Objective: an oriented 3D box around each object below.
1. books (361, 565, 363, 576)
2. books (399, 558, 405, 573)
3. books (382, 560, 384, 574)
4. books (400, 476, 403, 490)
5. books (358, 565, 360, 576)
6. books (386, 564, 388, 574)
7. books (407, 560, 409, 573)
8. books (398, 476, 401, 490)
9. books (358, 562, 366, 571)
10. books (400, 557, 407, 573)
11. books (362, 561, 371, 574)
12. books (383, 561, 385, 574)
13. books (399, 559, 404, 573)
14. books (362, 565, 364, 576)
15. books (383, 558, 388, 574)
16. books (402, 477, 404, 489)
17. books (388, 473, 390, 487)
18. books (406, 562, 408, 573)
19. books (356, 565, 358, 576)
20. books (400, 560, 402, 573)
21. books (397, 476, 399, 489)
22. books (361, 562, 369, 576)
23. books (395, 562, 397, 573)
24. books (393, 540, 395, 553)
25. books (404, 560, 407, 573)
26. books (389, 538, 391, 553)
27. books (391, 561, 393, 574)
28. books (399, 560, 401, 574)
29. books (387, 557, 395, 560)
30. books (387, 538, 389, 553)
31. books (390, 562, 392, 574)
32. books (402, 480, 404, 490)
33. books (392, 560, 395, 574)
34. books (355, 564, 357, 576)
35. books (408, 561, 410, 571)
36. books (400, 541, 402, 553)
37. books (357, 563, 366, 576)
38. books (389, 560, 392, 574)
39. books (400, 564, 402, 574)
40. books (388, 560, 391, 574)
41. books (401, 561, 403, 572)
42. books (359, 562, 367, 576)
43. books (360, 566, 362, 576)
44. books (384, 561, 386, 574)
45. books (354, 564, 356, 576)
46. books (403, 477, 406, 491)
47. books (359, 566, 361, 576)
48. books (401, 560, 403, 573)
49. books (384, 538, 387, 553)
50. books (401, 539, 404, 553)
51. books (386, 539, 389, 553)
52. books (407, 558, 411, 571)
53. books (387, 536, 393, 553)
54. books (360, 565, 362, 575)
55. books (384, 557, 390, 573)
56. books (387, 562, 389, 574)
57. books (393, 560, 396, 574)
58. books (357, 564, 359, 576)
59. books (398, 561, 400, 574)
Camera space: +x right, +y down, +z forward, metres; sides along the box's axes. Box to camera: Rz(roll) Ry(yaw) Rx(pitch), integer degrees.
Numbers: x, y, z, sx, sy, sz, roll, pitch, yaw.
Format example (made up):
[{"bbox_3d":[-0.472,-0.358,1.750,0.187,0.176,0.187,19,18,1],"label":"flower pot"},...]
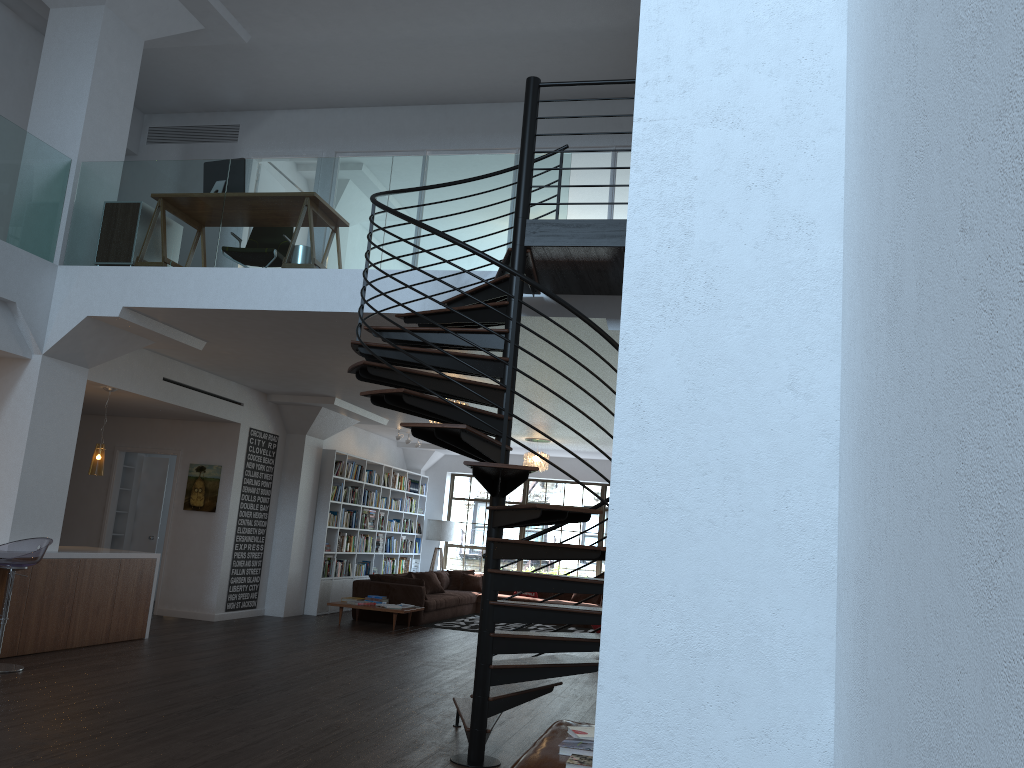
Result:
[{"bbox_3d":[-2.508,3.054,14.537,0.107,0.167,0.017,2,-10,13],"label":"books"},{"bbox_3d":[-2.095,3.374,16.484,0.198,0.284,0.066,2,-10,13],"label":"books"},{"bbox_3d":[-2.327,3.183,15.423,0.183,0.253,0.034,3,-10,13],"label":"books"},{"bbox_3d":[-2.095,1.802,16.149,0.183,0.253,0.034,2,-10,13],"label":"books"},{"bbox_3d":[-2.540,3.031,14.438,0.109,0.171,0.018,2,-10,13],"label":"books"},{"bbox_3d":[-2.270,3.223,15.615,0.160,0.250,0.026,3,-10,13],"label":"books"},{"bbox_3d":[-2.031,3.440,16.716,0.171,0.246,0.057,2,-10,13],"label":"books"},{"bbox_3d":[-2.111,1.790,16.069,0.171,0.246,0.057,2,-10,13],"label":"books"},{"bbox_3d":[-2.493,3.062,14.677,0.146,0.202,0.027,2,-10,13],"label":"books"},{"bbox_3d":[-2.041,3.390,16.586,0.140,0.298,0.044,2,-10,13],"label":"books"},{"bbox_3d":[-2.449,3.084,14.865,0.140,0.231,0.042,2,-10,13],"label":"books"},{"bbox_3d":[-2.319,3.197,15.460,0.174,0.240,0.045,3,-10,13],"label":"books"},{"bbox_3d":[-2.093,3.379,16.421,0.183,0.253,0.037,2,-10,13],"label":"books"},{"bbox_3d":[-2.506,3.060,14.588,0.126,0.173,0.032,2,-10,13],"label":"books"},{"bbox_3d":[-2.292,3.197,15.578,0.198,0.284,0.066,3,-10,13],"label":"books"},{"bbox_3d":[-2.080,1.815,16.213,0.183,0.253,0.034,2,-10,13],"label":"books"},{"bbox_3d":[-2.230,1.687,15.552,0.160,0.251,0.039,2,-10,13],"label":"books"},{"bbox_3d":[-2.040,3.443,16.623,0.144,0.207,0.048,2,-10,13],"label":"books"},{"bbox_3d":[-2.562,3.010,14.350,0.128,0.178,0.022,2,-10,13],"label":"books"},{"bbox_3d":[-2.125,3.352,16.282,0.183,0.253,0.037,2,-10,13],"label":"books"},{"bbox_3d":[-2.144,1.783,16.025,0.174,0.240,0.045,2,-10,13],"label":"books"},{"bbox_3d":[-2.465,3.083,14.780,0.146,0.202,0.027,2,-10,13],"label":"books"},{"bbox_3d":[-2.177,3.322,16.049,0.161,0.223,0.027,3,-10,13],"label":"books"},{"bbox_3d":[-2.187,2.904,15.927,0.174,0.242,0.105,2,-10,13],"label":"books"},{"bbox_3d":[-2.071,3.405,16.537,0.189,0.247,0.057,2,-10,13],"label":"books"},{"bbox_3d":[-2.235,2.852,15.683,0.182,0.253,0.098,2,-10,13],"label":"books"},{"bbox_3d":[-2.223,3.278,15.870,0.174,0.240,0.045,3,-10,13],"label":"books"},{"bbox_3d":[-2.136,3.345,16.249,0.183,0.253,0.036,2,-10,13],"label":"books"},{"bbox_3d":[-2.203,3.267,15.944,0.176,0.290,0.036,3,-10,13],"label":"books"},{"bbox_3d":[-2.256,2.841,15.640,0.182,0.255,0.077,2,-10,13],"label":"books"},{"bbox_3d":[-2.234,3.260,15.795,0.171,0.246,0.057,3,-10,13],"label":"books"},{"bbox_3d":[-2.079,1.828,16.250,0.174,0.240,0.045,2,-10,13],"label":"books"},{"bbox_3d":[-2.203,3.279,15.906,0.183,0.253,0.034,3,-10,13],"label":"books"},{"bbox_3d":[-2.578,2.991,14.301,0.136,0.196,0.045,2,-10,13],"label":"books"},{"bbox_3d":[-2.023,3.460,16.754,0.161,0.223,0.027,2,-10,13],"label":"books"},{"bbox_3d":[-2.107,2.983,16.281,0.161,0.223,0.030,2,-10,13],"label":"books"},{"bbox_3d":[-2.495,3.061,14.644,0.139,0.191,0.036,2,-10,13],"label":"books"},{"bbox_3d":[-2.240,3.248,15.752,0.183,0.253,0.034,3,-10,13],"label":"books"},{"bbox_3d":[-2.121,3.358,16.317,0.183,0.253,0.036,2,-10,13],"label":"books"},{"bbox_3d":[-2.251,3.242,15.721,0.183,0.253,0.034,3,-10,13],"label":"books"},{"bbox_3d":[-2.119,3.372,16.357,0.174,0.240,0.048,2,-10,13],"label":"books"},{"bbox_3d":[-2.478,3.067,14.701,0.146,0.202,0.027,2,-10,13],"label":"books"},{"bbox_3d":[-2.513,3.051,14.513,0.106,0.162,0.032,2,-10,13],"label":"books"},{"bbox_3d":[-2.305,3.214,15.523,0.168,0.231,0.037,3,-10,13],"label":"books"},{"bbox_3d":[-2.585,2.986,14.260,0.139,0.191,0.036,2,-10,13],"label":"books"},{"bbox_3d":[-2.053,1.834,16.310,0.183,0.253,0.034,2,-10,13],"label":"books"},{"bbox_3d":[-2.529,3.047,14.470,0.110,0.153,0.018,2,-10,13],"label":"books"},{"bbox_3d":[-2.103,3.375,16.392,0.160,0.250,0.027,2,-10,13],"label":"books"},{"bbox_3d":[-2.282,2.814,15.503,0.182,0.255,0.077,2,-10,13],"label":"books"},{"bbox_3d":[-2.096,2.976,16.322,0.174,0.251,0.051,2,-10,13],"label":"books"},{"bbox_3d":[-2.259,2.840,15.600,0.174,0.243,0.085,2,-10,13],"label":"books"},{"bbox_3d":[-2.014,3.434,16.800,0.176,0.290,0.053,2,-10,13],"label":"books"},{"bbox_3d":[-2.227,2.853,15.789,0.197,0.290,0.136,2,-10,13],"label":"books"},{"bbox_3d":[-2.525,3.044,14.490,0.120,0.167,0.020,2,-10,13],"label":"books"},{"bbox_3d":[-2.260,3.215,15.683,0.176,0.290,0.053,3,-10,13],"label":"books"},{"bbox_3d":[-2.263,3.241,15.637,0.161,0.223,0.026,3,-10,13],"label":"books"},{"bbox_3d":[-2.193,3.291,15.987,0.180,0.259,0.060,3,-10,13],"label":"books"},{"bbox_3d":[-2.559,3.016,14.398,0.134,0.184,0.030,2,-10,13],"label":"books"},{"bbox_3d":[-2.149,3.349,16.212,0.168,0.231,0.040,2,-10,13],"label":"books"}]
